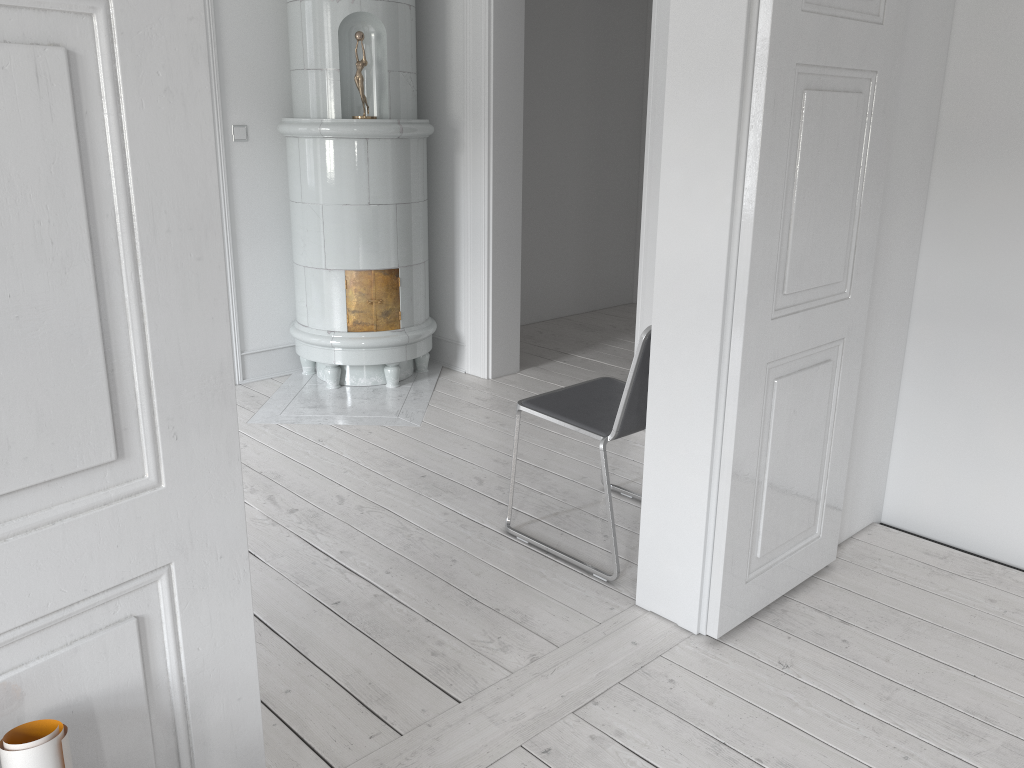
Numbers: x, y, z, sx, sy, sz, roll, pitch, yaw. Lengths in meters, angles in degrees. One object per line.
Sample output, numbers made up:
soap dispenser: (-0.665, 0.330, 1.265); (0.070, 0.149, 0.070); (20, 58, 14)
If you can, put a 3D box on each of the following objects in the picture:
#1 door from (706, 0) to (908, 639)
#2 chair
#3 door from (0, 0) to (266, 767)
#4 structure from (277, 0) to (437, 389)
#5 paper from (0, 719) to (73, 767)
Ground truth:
door: (0.793, -0.494, 2.283); (0.667, 2.324, 0.034); (-15, 22, -42)
chair: (0.346, 0.126, 2.941); (0.562, 0.797, 0.525); (-15, 23, -42)
door: (-0.606, -0.107, 0.945); (0.034, 2.324, 0.678); (13, 21, 35)
structure: (-0.790, -1.373, 4.494); (0.788, 2.740, 0.788); (10, 19, 28)
paper: (-0.546, 0.739, 1.088); (0.073, 0.668, 0.181); (-6, 18, -21)
